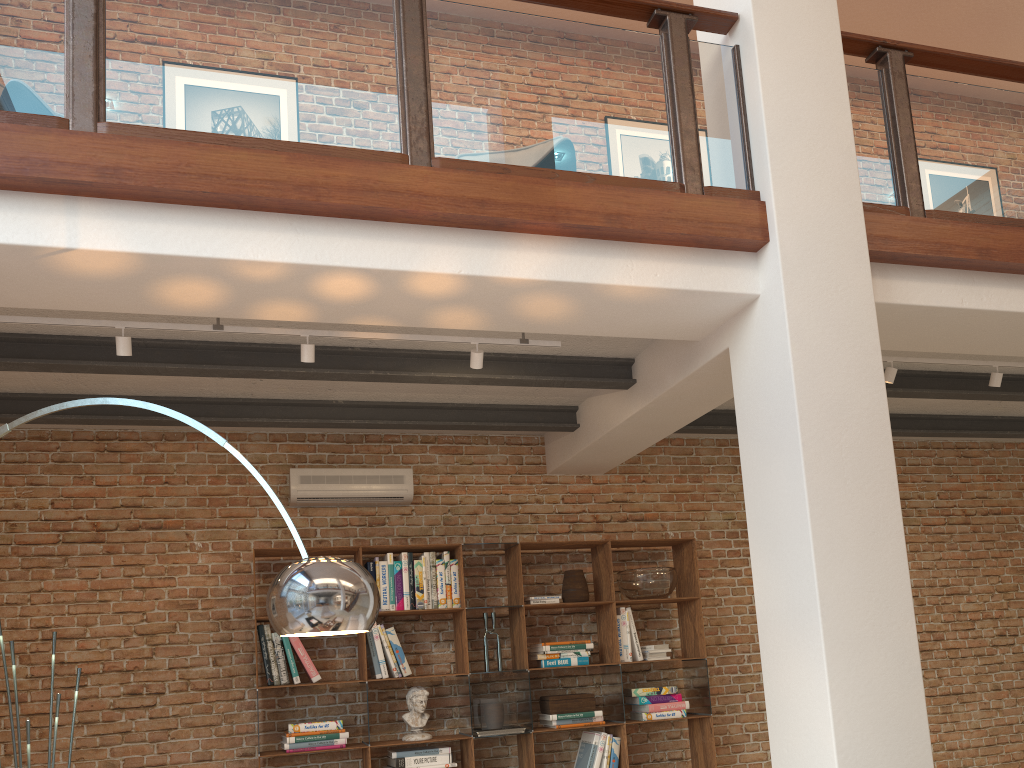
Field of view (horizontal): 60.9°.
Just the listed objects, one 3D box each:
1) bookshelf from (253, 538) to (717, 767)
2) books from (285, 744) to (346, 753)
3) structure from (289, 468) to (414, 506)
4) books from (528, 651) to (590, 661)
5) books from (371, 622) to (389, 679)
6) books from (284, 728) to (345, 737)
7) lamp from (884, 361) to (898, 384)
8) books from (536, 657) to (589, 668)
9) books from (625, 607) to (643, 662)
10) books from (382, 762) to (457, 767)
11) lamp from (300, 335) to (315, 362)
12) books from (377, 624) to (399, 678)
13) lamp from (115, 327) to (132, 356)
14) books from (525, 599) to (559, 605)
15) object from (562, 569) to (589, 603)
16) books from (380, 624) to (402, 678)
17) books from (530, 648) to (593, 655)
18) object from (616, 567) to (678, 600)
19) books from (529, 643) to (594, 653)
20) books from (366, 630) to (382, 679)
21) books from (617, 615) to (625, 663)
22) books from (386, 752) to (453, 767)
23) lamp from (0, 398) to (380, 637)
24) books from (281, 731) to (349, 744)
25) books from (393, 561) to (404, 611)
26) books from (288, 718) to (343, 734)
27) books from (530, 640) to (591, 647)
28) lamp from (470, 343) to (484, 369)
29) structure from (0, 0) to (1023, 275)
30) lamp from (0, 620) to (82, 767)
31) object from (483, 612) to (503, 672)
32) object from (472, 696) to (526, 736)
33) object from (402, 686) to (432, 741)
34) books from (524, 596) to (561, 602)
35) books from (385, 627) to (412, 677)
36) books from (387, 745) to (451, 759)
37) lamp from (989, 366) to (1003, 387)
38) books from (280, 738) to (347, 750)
[{"bbox_3d":[-0.120,2.166,5.824,3.033,2.124,0.376,1,-9,-17],"label":"bookshelf"},{"bbox_3d":[-1.240,2.283,5.479,0.356,0.020,0.283,2,-19,-16],"label":"books"},{"bbox_3d":[-1.087,0.700,5.909,0.812,0.211,0.207,2,-14,-17],"label":"structure"},{"bbox_3d":[0.321,1.881,6.026,0.380,0.035,0.254,2,-18,-17],"label":"books"},{"bbox_3d":[-0.879,1.728,5.673,0.103,0.370,0.252,-1,-11,-17],"label":"books"},{"bbox_3d":[-1.248,2.195,5.498,0.356,0.020,0.283,2,-19,-18],"label":"books"},{"bbox_3d":[2.041,-0.055,4.715,0.088,0.124,0.060,-14,-14,42],"label":"lamp"},{"bbox_3d":[0.346,1.923,6.018,0.326,0.053,0.265,-2,-18,-7],"label":"books"},{"bbox_3d":[0.825,1.787,6.210,0.101,0.370,0.252,-1,-11,-17],"label":"books"},{"bbox_3d":[-0.601,2.472,5.635,0.444,0.020,0.283,2,-19,-17],"label":"books"},{"bbox_3d":[-0.898,-0.145,3.833,0.061,0.124,0.089,-1,-12,-15],"label":"lamp"},{"bbox_3d":[-0.830,1.749,5.695,0.124,0.336,0.282,-1,-12,-17],"label":"books"},{"bbox_3d":[-1.611,-0.170,3.619,0.061,0.116,0.089,-1,-12,-15],"label":"lamp"},{"bbox_3d":[0.206,1.502,5.986,0.206,0.032,0.138,2,-18,-17],"label":"books"},{"bbox_3d":[0.438,1.413,6.068,0.196,0.224,0.198,-11,-14,30],"label":"object"},{"bbox_3d":[-0.812,1.752,5.710,0.124,0.336,0.282,-1,-12,-17],"label":"books"},{"bbox_3d":[0.337,1.852,6.025,0.380,0.017,0.253,4,-19,-24],"label":"books"},{"bbox_3d":[0.975,1.450,6.273,0.443,0.211,0.448,-11,-17,23],"label":"object"},{"bbox_3d":[0.339,1.823,6.021,0.380,0.035,0.254,4,-19,-23],"label":"books"},{"bbox_3d":[-0.922,1.734,5.684,0.101,0.370,0.252,-1,-11,-17],"label":"books"},{"bbox_3d":[0.707,1.802,6.148,0.055,0.318,0.264,-1,-12,-17],"label":"books"},{"bbox_3d":[-0.601,2.437,5.660,0.380,0.062,0.254,4,-19,-22],"label":"books"},{"bbox_3d":[-1.315,1.175,2.729,2.048,2.269,0.326,-8,-9,19],"label":"lamp"},{"bbox_3d":[-1.238,2.216,5.476,0.380,0.035,0.254,4,-19,-23],"label":"books"},{"bbox_3d":[-0.772,1.354,5.787,0.055,0.318,0.264,-1,-12,-17],"label":"books"},{"bbox_3d":[-1.242,2.158,5.504,0.326,0.053,0.265,1,-18,-14],"label":"books"},{"bbox_3d":[0.329,1.802,6.043,0.356,0.020,0.283,2,-19,-18],"label":"books"},{"bbox_3d":[-0.165,-0.125,4.065,0.060,0.111,0.098,-2,-12,-10],"label":"lamp"},{"bbox_3d":[3.003,-0.900,0.005,10.154,3.985,14.417,1,-18,-16],"label":"structure"},{"bbox_3d":[-2.426,2.060,4.428,0.204,1.756,0.422,-11,-11,42],"label":"lamp"},{"bbox_3d":[-0.138,1.730,5.849,0.121,0.385,0.064,-2,-8,-14],"label":"object"},{"bbox_3d":[-0.113,2.206,5.802,0.335,0.224,0.295,1,-15,-17],"label":"object"},{"bbox_3d":[-0.626,2.145,5.683,0.196,0.338,0.200,-4,-10,-2],"label":"object"},{"bbox_3d":[0.197,1.479,5.995,0.237,0.018,0.177,4,-19,-23],"label":"books"},{"bbox_3d":[-0.761,1.758,5.709,0.158,0.317,0.264,-1,-12,-17],"label":"books"},{"bbox_3d":[-0.607,2.386,5.662,0.380,0.035,0.254,2,-18,-17],"label":"books"},{"bbox_3d":[2.732,-0.033,4.925,0.061,0.124,0.089,-1,-12,-15],"label":"lamp"},{"bbox_3d":[-1.248,2.253,5.475,0.380,0.035,0.254,3,-19,-21],"label":"books"}]
